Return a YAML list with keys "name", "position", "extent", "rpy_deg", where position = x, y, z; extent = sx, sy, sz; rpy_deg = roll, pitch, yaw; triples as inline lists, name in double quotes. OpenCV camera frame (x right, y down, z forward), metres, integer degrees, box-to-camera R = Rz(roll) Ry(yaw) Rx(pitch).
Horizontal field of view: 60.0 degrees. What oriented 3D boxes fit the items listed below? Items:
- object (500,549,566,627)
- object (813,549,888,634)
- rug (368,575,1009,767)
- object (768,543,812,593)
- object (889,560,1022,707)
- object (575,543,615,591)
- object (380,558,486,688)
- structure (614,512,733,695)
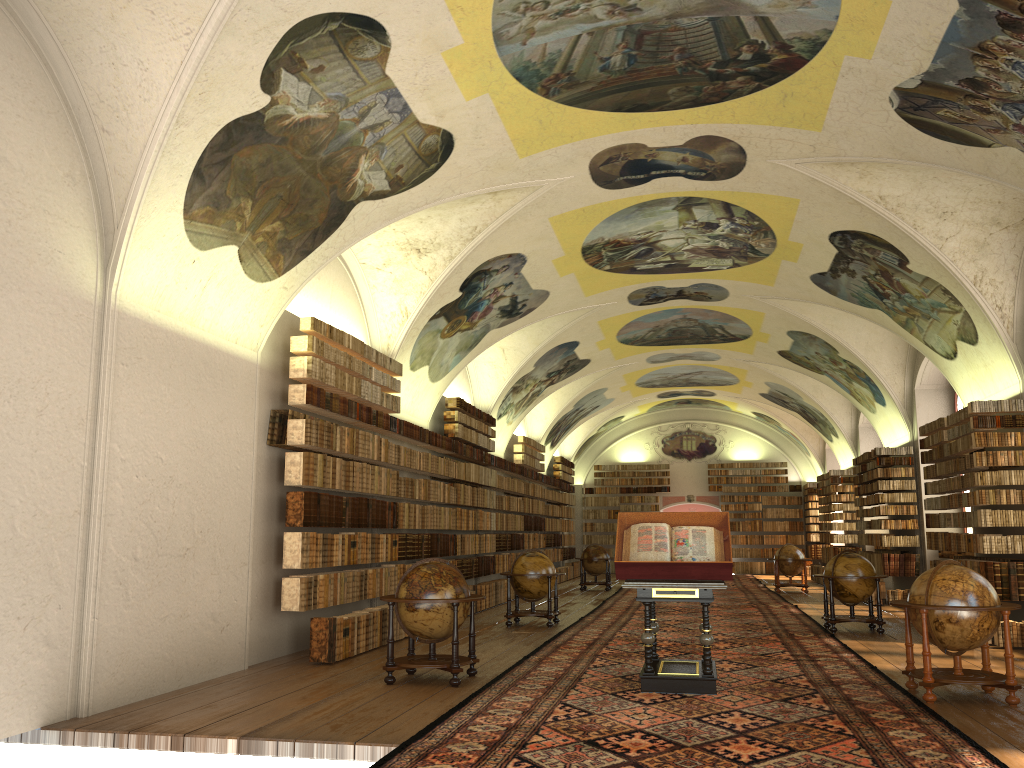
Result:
- name: "object"
  position: [0.404, 3.931, 17.196]
  extent: [1.281, 1.444, 1.281]
  rpy_deg: [8, -12, -40]
- name: "object"
  position: [6.126, 3.723, 16.025]
  extent: [1.280, 1.444, 1.282]
  rpy_deg: [4, -10, -25]
- name: "rug"
  position: [4.086, 5.054, 19.822]
  extent: [4.704, 0.064, 37.013]
  rpy_deg: [-2, -10, 11]
- name: "object"
  position: [8.345, 5.514, 26.613]
  extent: [1.280, 1.444, 1.281]
  rpy_deg: [6, -11, -35]
- name: "object"
  position: [4.763, 2.624, 9.533]
  extent: [1.281, 1.444, 1.281]
  rpy_deg: [8, -12, -40]
- name: "object"
  position: [2.619, 5.725, 27.797]
  extent: [1.280, 1.444, 1.281]
  rpy_deg: [6, -11, -35]
- name: "object"
  position: [-0.956, 2.833, 10.704]
  extent: [1.280, 1.444, 1.282]
  rpy_deg: [4, -10, -25]
- name: "structure"
  position: [1.910, 2.496, 10.323]
  extent: [1.245, 1.975, 1.897]
  rpy_deg: [-2, -9, 12]
